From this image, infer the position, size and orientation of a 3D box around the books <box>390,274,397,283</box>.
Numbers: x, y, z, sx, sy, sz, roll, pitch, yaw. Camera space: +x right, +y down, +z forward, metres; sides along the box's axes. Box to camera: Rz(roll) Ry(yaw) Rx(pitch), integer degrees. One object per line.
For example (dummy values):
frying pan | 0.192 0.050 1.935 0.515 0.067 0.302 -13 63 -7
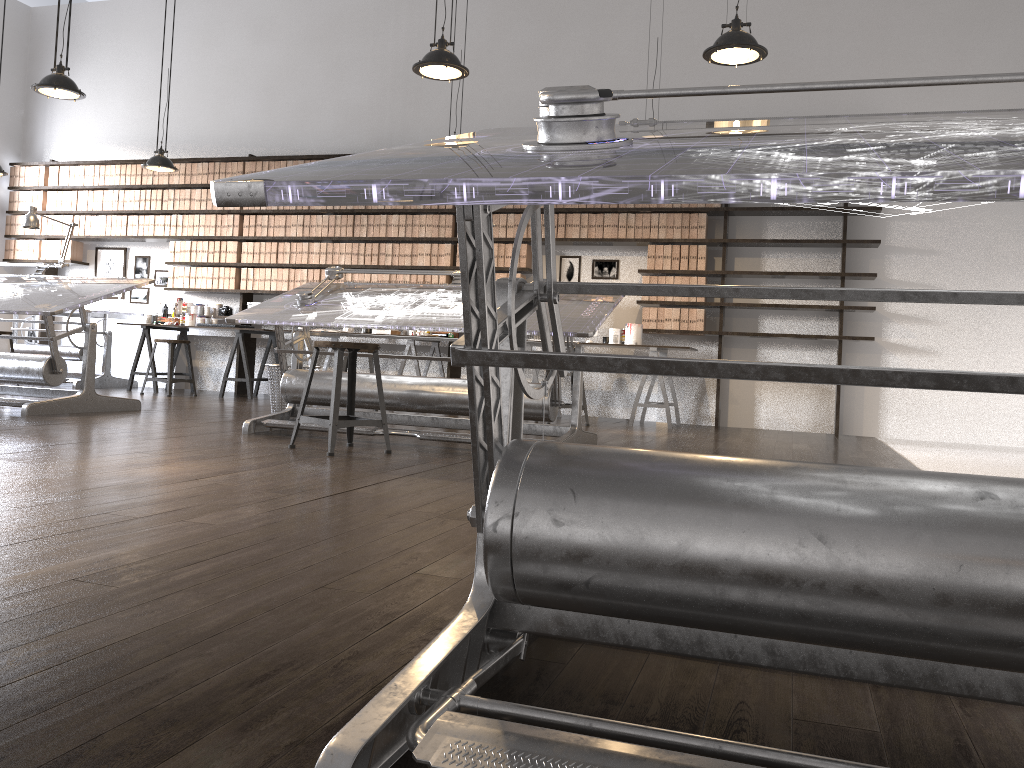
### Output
books | -1.121 -0.980 8.615 0.067 0.226 0.174 2 -1 18

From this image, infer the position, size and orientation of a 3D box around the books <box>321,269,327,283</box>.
books | -1.837 -1.022 8.844 0.067 0.226 0.174 2 -1 18

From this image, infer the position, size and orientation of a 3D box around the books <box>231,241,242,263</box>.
books | -2.818 -1.351 9.161 0.067 0.226 0.174 2 -1 17

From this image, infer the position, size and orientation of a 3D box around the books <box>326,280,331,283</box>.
books | -1.776 -1.019 8.822 0.067 0.226 0.174 2 -1 17

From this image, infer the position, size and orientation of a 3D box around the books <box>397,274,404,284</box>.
books | -1.053 -0.976 8.593 0.067 0.226 0.174 2 -1 18

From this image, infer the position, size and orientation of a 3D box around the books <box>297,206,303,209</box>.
books | -2.102 -1.856 8.965 0.067 0.226 0.174 2 -1 18

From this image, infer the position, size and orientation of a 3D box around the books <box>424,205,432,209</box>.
books | -0.777 -1.779 8.543 0.067 0.226 0.174 2 -1 17

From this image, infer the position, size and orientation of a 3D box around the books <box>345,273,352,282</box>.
books | -1.578 -1.007 8.758 0.067 0.226 0.174 2 -1 17

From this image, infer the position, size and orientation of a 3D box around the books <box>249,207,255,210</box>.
books | -2.628 -1.886 9.131 0.067 0.226 0.174 2 -1 17

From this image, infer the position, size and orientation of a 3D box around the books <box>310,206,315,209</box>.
books | -1.960 -1.847 8.920 0.067 0.226 0.174 2 -1 18

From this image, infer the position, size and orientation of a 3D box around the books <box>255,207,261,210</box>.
books | -2.562 -1.882 9.106 0.067 0.226 0.174 2 -1 18

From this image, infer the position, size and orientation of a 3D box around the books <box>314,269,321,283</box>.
books | -1.910 -1.026 8.861 0.067 0.226 0.174 2 -1 17

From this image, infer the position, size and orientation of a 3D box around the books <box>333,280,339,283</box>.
books | -1.717 -1.015 8.798 0.067 0.226 0.174 2 -1 18

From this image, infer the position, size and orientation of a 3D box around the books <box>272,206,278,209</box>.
books | -2.370 -1.871 9.044 0.067 0.226 0.174 2 -1 18

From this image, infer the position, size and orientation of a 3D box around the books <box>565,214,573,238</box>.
books | 0.547 -1.432 8.109 0.067 0.226 0.174 2 -1 17

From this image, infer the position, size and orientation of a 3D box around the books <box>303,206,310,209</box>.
books | -2.032 -1.852 8.937 0.067 0.226 0.174 2 -1 17

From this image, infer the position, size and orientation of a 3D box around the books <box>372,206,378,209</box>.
books | -1.303 -1.809 8.709 0.067 0.226 0.174 2 -1 18

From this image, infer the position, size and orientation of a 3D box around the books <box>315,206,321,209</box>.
books | -1.898 -1.844 8.898 0.067 0.226 0.174 2 -1 17

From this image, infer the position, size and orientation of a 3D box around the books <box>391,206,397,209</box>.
books | -1.108 -1.798 8.647 0.067 0.226 0.174 2 -1 18

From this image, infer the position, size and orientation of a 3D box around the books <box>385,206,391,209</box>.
books | -1.168 -1.801 8.664 0.067 0.226 0.174 2 -1 18

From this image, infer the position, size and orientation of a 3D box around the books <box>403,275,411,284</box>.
books | -0.987 -0.973 8.568 0.067 0.226 0.174 2 -1 17

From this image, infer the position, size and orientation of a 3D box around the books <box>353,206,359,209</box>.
books | -1.500 -1.821 8.772 0.067 0.226 0.174 2 -1 17

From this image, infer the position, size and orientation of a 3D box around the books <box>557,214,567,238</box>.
books | 0.475 -1.436 8.127 0.067 0.226 0.174 2 -1 18

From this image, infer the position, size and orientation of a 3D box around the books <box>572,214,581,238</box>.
books | 0.607 -1.428 8.083 0.067 0.226 0.174 2 -1 17

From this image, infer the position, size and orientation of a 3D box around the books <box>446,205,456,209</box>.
books | -0.563 -1.766 8.473 0.067 0.226 0.174 2 -1 18

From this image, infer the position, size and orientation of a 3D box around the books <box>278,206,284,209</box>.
books | -2.304 -1.867 9.029 0.067 0.226 0.174 2 -1 17

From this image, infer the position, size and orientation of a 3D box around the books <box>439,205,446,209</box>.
books | -0.635 -1.770 8.498 0.067 0.226 0.174 2 -1 17

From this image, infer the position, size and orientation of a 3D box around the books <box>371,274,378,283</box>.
books | -1.309 -0.991 8.672 0.067 0.226 0.174 2 -1 18

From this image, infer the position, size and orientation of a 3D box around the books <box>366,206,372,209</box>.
books | -1.369 -1.813 8.732 0.067 0.226 0.174 2 -1 18

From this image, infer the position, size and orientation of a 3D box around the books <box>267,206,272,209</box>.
books | -2.433 -1.875 9.069 0.067 0.226 0.174 2 -1 17

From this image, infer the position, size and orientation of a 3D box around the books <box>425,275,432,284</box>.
books | -0.776 -0.960 8.506 0.067 0.226 0.174 2 -1 17

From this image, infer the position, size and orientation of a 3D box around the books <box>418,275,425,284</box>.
books | -0.848 -0.965 8.523 0.067 0.226 0.174 2 -1 18

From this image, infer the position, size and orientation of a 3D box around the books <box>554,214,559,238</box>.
books | 0.405 -1.440 8.155 0.067 0.226 0.174 2 -1 17

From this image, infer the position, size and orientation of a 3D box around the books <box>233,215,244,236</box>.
books | -2.805 -1.628 9.177 0.067 0.226 0.174 2 -1 18

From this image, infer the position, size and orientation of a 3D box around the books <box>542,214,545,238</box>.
books | 0.336 -1.444 8.172 0.067 0.226 0.174 2 -1 17

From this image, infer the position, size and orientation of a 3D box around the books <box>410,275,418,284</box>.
books | -0.918 -0.969 8.551 0.067 0.226 0.174 2 -1 17

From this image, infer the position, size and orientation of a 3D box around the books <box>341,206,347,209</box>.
books | -1.630 -1.828 8.809 0.067 0.226 0.174 2 -1 18

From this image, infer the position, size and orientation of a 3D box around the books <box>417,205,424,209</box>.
books | -0.846 -1.782 8.560 0.067 0.226 0.174 2 -1 17

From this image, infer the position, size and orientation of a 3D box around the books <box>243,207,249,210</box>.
books | -2.694 -1.890 9.154 0.067 0.226 0.174 2 -1 17

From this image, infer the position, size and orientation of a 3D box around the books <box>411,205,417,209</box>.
books | -0.912 -1.786 8.586 0.067 0.226 0.174 2 -1 18

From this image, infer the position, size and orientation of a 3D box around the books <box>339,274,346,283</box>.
books | -1.648 -1.011 8.776 0.067 0.226 0.174 2 -1 17

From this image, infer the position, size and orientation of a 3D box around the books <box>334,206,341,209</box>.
books | -1.700 -1.832 8.834 0.067 0.226 0.174 2 -1 17

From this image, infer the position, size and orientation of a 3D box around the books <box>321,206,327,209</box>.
books | -1.839 -1.840 8.874 0.067 0.226 0.174 2 -1 18

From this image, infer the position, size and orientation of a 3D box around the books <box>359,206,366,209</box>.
books | -1.438 -1.817 8.747 0.067 0.226 0.174 2 -1 18

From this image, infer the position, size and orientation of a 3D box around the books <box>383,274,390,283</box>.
books | -1.187 -0.984 8.630 0.067 0.226 0.174 2 -1 17

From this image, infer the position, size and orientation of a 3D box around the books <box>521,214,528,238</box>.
books | 0.136 -1.456 8.233 0.067 0.226 0.174 2 -1 17

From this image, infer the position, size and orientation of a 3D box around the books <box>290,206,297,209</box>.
books | -2.171 -1.860 8.982 0.067 0.226 0.174 2 -1 18

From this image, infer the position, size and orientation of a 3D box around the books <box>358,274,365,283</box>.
books | -1.445 -0.999 8.717 0.067 0.226 0.174 2 -1 18

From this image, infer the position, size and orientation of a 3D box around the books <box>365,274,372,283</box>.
books | -1.379 -0.995 8.692 0.067 0.226 0.174 2 -1 17

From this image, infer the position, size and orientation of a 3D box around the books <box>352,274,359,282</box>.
books | -1.510 -1.003 8.740 0.067 0.226 0.174 2 -1 18

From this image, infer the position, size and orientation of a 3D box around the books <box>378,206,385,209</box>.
books | -1.238 -1.805 8.684 0.067 0.226 0.174 2 -1 17

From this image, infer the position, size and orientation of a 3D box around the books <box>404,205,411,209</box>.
books | -0.980 -1.790 8.607 0.067 0.226 0.174 2 -1 18

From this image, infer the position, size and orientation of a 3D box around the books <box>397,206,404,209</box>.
books | -1.045 -1.794 8.622 0.067 0.226 0.174 2 -1 17

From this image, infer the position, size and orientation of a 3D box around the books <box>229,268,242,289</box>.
books | -2.836 -1.080 9.156 0.067 0.226 0.174 2 -1 17

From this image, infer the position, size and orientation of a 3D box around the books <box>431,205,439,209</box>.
books | -0.707 -1.774 8.515 0.067 0.226 0.174 2 -1 18

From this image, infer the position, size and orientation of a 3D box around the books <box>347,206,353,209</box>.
books | -1.560 -1.824 8.789 0.067 0.226 0.174 2 -1 17

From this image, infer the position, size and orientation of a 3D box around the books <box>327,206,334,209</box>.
books | -1.770 -1.836 8.852 0.067 0.226 0.174 2 -1 17

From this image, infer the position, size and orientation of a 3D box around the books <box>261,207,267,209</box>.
books | -2.493 -1.878 9.086 0.067 0.226 0.174 2 -1 17

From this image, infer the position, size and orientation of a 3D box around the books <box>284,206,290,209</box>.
books | -2.237 -1.864 9.008 0.067 0.226 0.174 2 -1 17

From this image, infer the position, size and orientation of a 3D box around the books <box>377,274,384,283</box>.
books | -1.249 -0.988 8.654 0.067 0.226 0.174 2 -1 18
